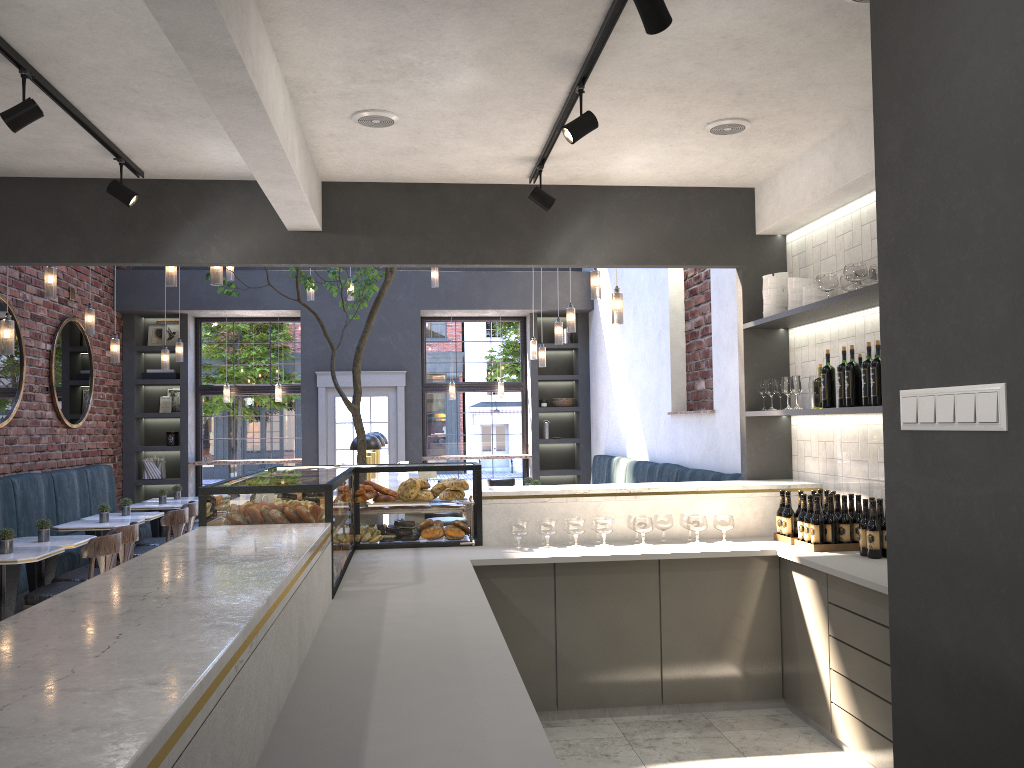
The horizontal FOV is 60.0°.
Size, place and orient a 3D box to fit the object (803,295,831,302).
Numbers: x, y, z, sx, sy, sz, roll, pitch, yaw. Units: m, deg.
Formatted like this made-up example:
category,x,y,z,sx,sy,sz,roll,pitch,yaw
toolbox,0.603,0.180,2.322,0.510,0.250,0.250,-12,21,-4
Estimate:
category,x,y,z,sx,sy,sz,roll,pitch,yaw
object,1.713,-0.469,4.978,0.153,0.074,0.154,-1,-3,-3

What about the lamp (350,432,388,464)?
category,x,y,z,sx,sy,sz,roll,pitch,yaw
lamp,-1.558,-0.920,4.613,4.182,3.255,8.838,0,-3,-23

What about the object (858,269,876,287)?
category,x,y,z,sx,sy,sz,roll,pitch,yaw
object,1.798,-0.505,4.508,0.114,0.147,0.114,-1,-2,-2

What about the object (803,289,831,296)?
category,x,y,z,sx,sy,sz,roll,pitch,yaw
object,1.713,-0.499,4.978,0.153,0.062,0.153,-2,-3,23

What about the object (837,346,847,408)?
category,x,y,z,sx,sy,sz,roll,pitch,yaw
object,1.723,-0.034,4.591,0.072,0.319,0.072,0,-2,-22

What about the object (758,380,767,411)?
category,x,y,z,sx,sy,sz,roll,pitch,yaw
object,1.557,0.070,5.485,0.070,0.188,0.070,0,-2,-15

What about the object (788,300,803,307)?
category,x,y,z,sx,sy,sz,roll,pitch,yaw
object,1.691,-0.459,5.171,0.153,0.074,0.154,-1,-3,-3

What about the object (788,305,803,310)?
category,x,y,z,sx,sy,sz,roll,pitch,yaw
object,1.689,-0.424,5.172,0.153,0.055,0.153,2,-4,-44

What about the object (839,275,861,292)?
category,x,y,z,sx,sy,sz,roll,pitch,yaw
object,1.781,-0.498,4.658,0.114,0.147,0.114,-1,-2,-2

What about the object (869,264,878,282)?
category,x,y,z,sx,sy,sz,roll,pitch,yaw
object,1.815,-0.512,4.358,0.114,0.147,0.114,-1,-2,-2

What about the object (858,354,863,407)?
category,x,y,z,sx,sy,sz,roll,pitch,yaw
object,1.812,-0.017,4.606,0.065,0.280,0.065,-2,-3,37

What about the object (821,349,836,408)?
category,x,y,z,sx,sy,sz,roll,pitch,yaw
object,1.702,-0.026,4.771,0.072,0.319,0.072,0,-2,-22

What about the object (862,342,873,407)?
category,x,y,z,sx,sy,sz,roll,pitch,yaw
object,1.751,-0.046,4.341,0.072,0.319,0.072,0,-2,-22

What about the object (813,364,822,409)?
category,x,y,z,sx,sy,sz,roll,pitch,yaw
object,1.739,-0.034,4.346,0.082,0.294,1.101,-1,-3,-6

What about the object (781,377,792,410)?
category,x,y,z,sx,sy,sz,roll,pitch,yaw
object,1.597,0.053,5.134,0.070,0.188,0.070,0,-2,-15

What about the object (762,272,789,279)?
category,x,y,z,sx,sy,sz,roll,pitch,yaw
object,1.599,-0.638,5.380,0.153,0.070,0.153,-3,-3,40

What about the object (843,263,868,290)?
category,x,y,z,sx,sy,sz,roll,pitch,yaw
object,1.685,-0.511,4.344,0.114,0.147,0.114,-1,-2,-2

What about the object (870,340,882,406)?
category,x,y,z,sx,sy,sz,roll,pitch,yaw
object,1.761,-0.050,4.258,0.072,0.319,0.072,0,-2,-22

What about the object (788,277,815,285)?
category,x,y,z,sx,sy,sz,roll,pitch,yaw
object,1.687,-0.587,5.170,0.154,0.076,0.153,-2,-3,15

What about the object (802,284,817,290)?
category,x,y,z,sx,sy,sz,roll,pitch,yaw
object,1.710,-0.531,4.978,0.154,0.075,0.153,1,-3,-39

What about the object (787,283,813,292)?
category,x,y,z,sx,sy,sz,roll,pitch,yaw
object,1.687,-0.551,5.171,0.153,0.060,0.153,0,-3,-24

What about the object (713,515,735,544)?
category,x,y,z,sx,sy,sz,roll,pitch,yaw
object,1.161,0.795,4.857,0.114,0.147,0.114,-1,-2,-2

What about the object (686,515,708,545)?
category,x,y,z,sx,sy,sz,roll,pitch,yaw
object,1.011,0.796,4.840,0.114,0.147,0.114,-1,-2,-2

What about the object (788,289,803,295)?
category,x,y,z,sx,sy,sz,roll,pitch,yaw
object,1.689,-0.522,5.171,0.154,0.075,0.153,1,-3,-39

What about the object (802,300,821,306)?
category,x,y,z,sx,sy,sz,roll,pitch,yaw
object,1.711,-0.433,4.979,0.153,0.055,0.153,2,-4,-44

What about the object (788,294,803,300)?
category,x,y,z,sx,sy,sz,roll,pitch,yaw
object,1.691,-0.489,5.171,0.153,0.062,0.153,-2,-3,23

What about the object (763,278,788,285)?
category,x,y,z,sx,sy,sz,roll,pitch,yaw
object,1.602,-0.606,5.380,0.153,0.067,0.153,-3,-3,40

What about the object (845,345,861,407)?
category,x,y,z,sx,sy,sz,roll,pitch,yaw
object,1.732,-0.038,4.507,0.072,0.319,0.072,0,-2,-22

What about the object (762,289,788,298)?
category,x,y,z,sx,sy,sz,roll,pitch,yaw
object,1.600,-0.540,5.382,0.153,0.060,0.153,0,-3,-24

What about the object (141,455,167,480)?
category,x,y,z,sx,sy,sz,roll,pitch,yaw
object,-4.590,1.061,11.370,0.250,0.323,0.241,-1,-2,-6

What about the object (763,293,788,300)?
category,x,y,z,sx,sy,sz,roll,pitch,yaw
object,1.602,-0.511,5.382,0.154,0.075,0.153,1,-3,-39

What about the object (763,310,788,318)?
category,x,y,z,sx,sy,sz,roll,pitch,yaw
object,1.602,-0.413,5.382,0.153,0.055,0.153,2,-4,-44

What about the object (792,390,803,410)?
category,x,y,z,sx,sy,sz,roll,pitch,yaw
object,1.693,0.057,5.263,0.070,0.188,0.070,0,-2,-15

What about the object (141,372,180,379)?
category,x,y,z,sx,sy,sz,roll,pitch,yaw
object,-4.513,-0.098,11.416,0.412,0.084,0.287,-1,-3,-6

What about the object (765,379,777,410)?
category,x,y,z,sx,sy,sz,roll,pitch,yaw
object,1.571,0.064,5.368,0.070,0.188,0.070,0,-2,-15

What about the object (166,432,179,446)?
category,x,y,z,sx,sy,sz,roll,pitch,yaw
object,-4.362,0.704,11.395,0.152,0.181,0.152,-2,-3,31

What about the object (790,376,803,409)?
category,x,y,z,sx,sy,sz,roll,pitch,yaw
object,1.611,0.047,5.016,0.070,0.188,0.070,-1,-2,7

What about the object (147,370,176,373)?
category,x,y,z,sx,sy,sz,roll,pitch,yaw
object,-4.520,-0.159,11.429,0.327,0.039,0.227,0,-3,-16

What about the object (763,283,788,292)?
category,x,y,z,sx,sy,sz,roll,pitch,yaw
object,1.600,-0.576,5.380,0.154,0.076,0.153,-2,-3,15

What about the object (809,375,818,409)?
category,x,y,z,sx,sy,sz,roll,pitch,yaw
object,1.720,0.046,5.029,0.070,0.188,0.070,-1,-2,7

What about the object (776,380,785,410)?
category,x,y,z,sx,sy,sz,roll,pitch,yaw
object,1.666,0.068,5.498,0.070,0.188,0.070,0,-2,-15

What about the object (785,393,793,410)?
category,x,y,z,sx,sy,sz,roll,pitch,yaw
object,1.680,0.063,5.380,0.070,0.188,0.070,0,-2,-15

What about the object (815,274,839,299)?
category,x,y,z,sx,sy,sz,roll,pitch,yaw
object,1.651,-0.496,4.643,0.114,0.147,0.114,-1,-2,-2

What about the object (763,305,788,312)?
category,x,y,z,sx,sy,sz,roll,pitch,yaw
object,1.604,-0.449,5.381,0.153,0.074,0.154,-1,-3,-3

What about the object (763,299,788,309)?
category,x,y,z,sx,sy,sz,roll,pitch,yaw
object,1.604,-0.478,5.382,0.153,0.062,0.153,-2,-3,23
